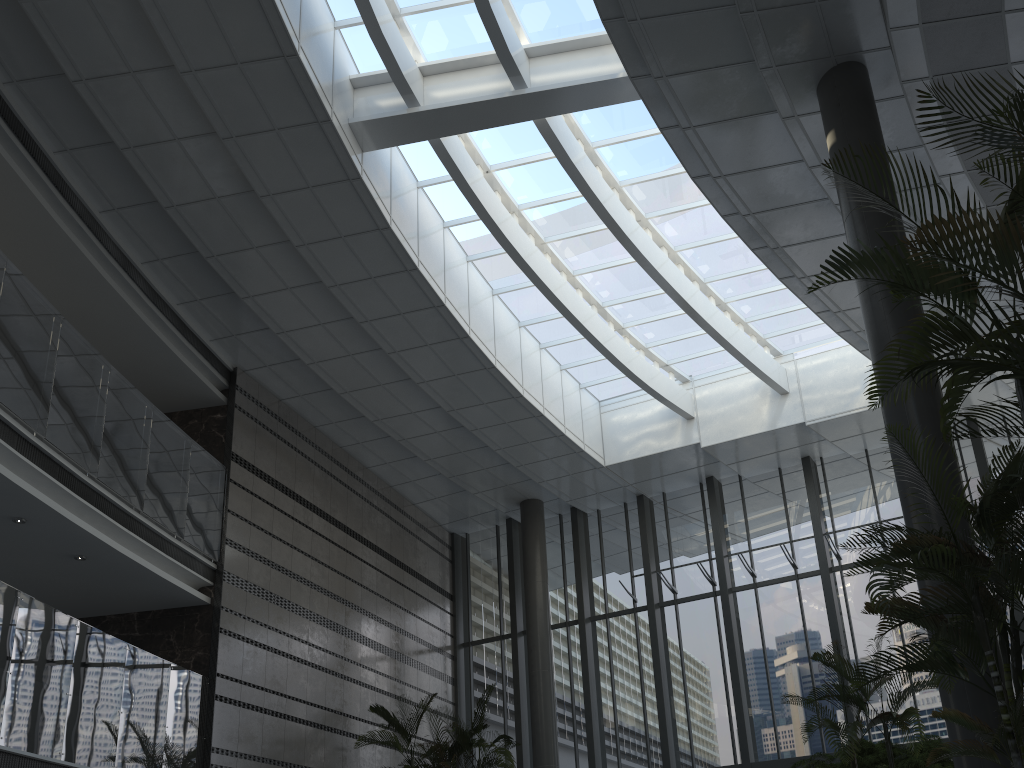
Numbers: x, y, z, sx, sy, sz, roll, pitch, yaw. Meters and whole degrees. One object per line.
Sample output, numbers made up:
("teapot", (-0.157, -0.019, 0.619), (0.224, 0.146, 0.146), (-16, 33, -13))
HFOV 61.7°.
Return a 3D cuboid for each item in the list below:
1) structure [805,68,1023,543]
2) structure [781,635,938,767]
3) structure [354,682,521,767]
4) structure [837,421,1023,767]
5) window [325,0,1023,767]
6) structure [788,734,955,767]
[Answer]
("structure", (2.593, 0.538, 3.262), (2.432, 4.206, 2.805), (-5, -24, 5))
("structure", (3.296, 3.807, 7.585), (1.408, 3.126, 1.349), (-6, -22, 9))
("structure", (-1.029, 6.809, 13.006), (2.563, 4.207, 2.663), (-16, -27, 27))
("structure", (2.891, 1.977, 4.821), (1.644, 3.368, 2.266), (-6, -24, 8))
("window", (-0.006, 1.303, 8.789), (13.974, 9.075, 20.149), (-23, -35, 32))
("structure", (4.566, 5.757, 10.442), (3.873, 2.672, 3.437), (-23, -33, 32))
